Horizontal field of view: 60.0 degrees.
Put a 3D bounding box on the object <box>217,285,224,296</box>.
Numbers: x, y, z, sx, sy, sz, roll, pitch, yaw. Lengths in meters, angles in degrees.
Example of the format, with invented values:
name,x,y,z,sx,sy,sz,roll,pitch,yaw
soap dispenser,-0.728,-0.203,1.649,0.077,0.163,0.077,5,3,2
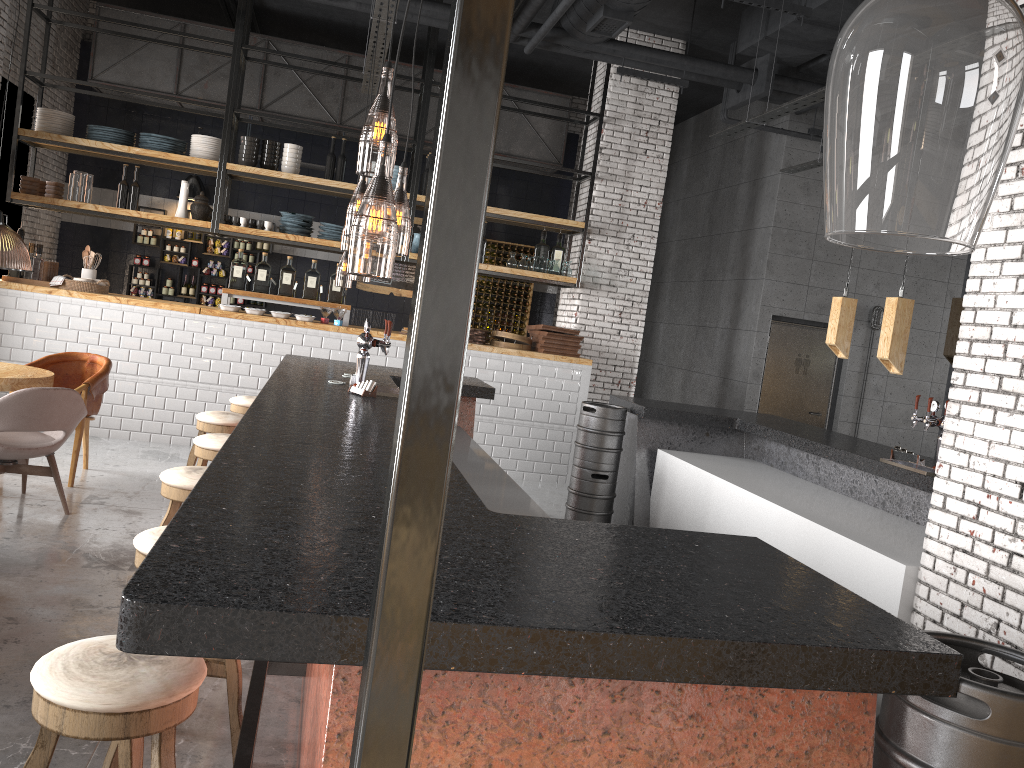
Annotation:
name,x,y,z,sx,sy,sz,roll,pitch,yaw
object,-3.923,-1.262,11.955,0.100,0.139,0.088,7,3,-11

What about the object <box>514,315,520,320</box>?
name,x,y,z,sx,sy,sz,roll,pitch,yaw
object,0.079,-0.950,12.667,0.079,0.079,0.281,7,4,-12

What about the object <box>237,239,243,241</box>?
name,x,y,z,sx,sy,sz,roll,pitch,yaw
object,-3.650,-1.981,11.930,0.076,0.111,0.076,5,4,-37

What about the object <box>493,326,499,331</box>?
name,x,y,z,sx,sy,sz,roll,pitch,yaw
object,-0.230,-0.779,12.641,0.079,0.079,0.281,7,4,-12

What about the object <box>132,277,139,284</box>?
name,x,y,z,sx,sy,sz,roll,pitch,yaw
object,-4.970,-1.363,11.706,0.071,0.083,0.071,8,3,-2

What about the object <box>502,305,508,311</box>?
name,x,y,z,sx,sy,sz,roll,pitch,yaw
object,-0.099,-1.081,12.665,0.079,0.079,0.284,7,4,-12

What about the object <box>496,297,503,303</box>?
name,x,y,z,sx,sy,sz,roll,pitch,yaw
object,-0.168,-1.192,12.601,0.079,0.079,0.284,7,4,-12

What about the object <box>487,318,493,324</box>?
name,x,y,z,sx,sy,sz,roll,pitch,yaw
object,-0.302,-0.891,12.593,0.079,0.079,0.281,7,4,-12

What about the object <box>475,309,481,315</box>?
name,x,y,z,sx,sy,sz,roll,pitch,yaw
object,-0.472,-1.019,12.551,0.079,0.079,0.281,7,4,-12

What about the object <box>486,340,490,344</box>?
name,x,y,z,sx,sy,sz,roll,pitch,yaw
object,-0.351,-0.582,12.632,0.079,0.079,0.281,7,4,-12

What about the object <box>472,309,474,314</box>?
name,x,y,z,sx,sy,sz,roll,pitch,yaw
object,-0.570,-1.033,12.565,0.079,0.079,0.281,7,4,-12

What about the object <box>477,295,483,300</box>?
name,x,y,z,sx,sy,sz,roll,pitch,yaw
object,-0.450,-1.230,12.580,0.079,0.079,0.284,7,4,-12

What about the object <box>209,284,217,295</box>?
name,x,y,z,sx,sy,sz,roll,pitch,yaw
object,-4.023,-1.275,11.933,0.100,0.139,0.088,7,3,-11

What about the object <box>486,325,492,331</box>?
name,x,y,z,sx,sy,sz,roll,pitch,yaw
object,-0.318,-0.788,12.602,0.079,0.079,0.281,7,4,-12

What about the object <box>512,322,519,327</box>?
name,x,y,z,sx,sy,sz,roll,pitch,yaw
object,0.056,-0.850,12.710,0.079,0.079,0.281,7,4,-12

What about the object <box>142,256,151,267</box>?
name,x,y,z,sx,sy,sz,roll,pitch,yaw
object,-4.835,-1.624,11.736,0.100,0.139,0.088,7,3,-11

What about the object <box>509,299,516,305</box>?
name,x,y,z,sx,sy,sz,roll,pitch,yaw
object,0.016,-1.169,12.637,0.079,0.079,0.284,7,4,-12

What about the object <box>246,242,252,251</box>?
name,x,y,z,sx,sy,sz,roll,pitch,yaw
object,-3.546,-1.856,11.963,0.076,0.111,0.076,7,4,-17

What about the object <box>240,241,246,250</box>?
name,x,y,z,sx,sy,sz,roll,pitch,yaw
object,-3.626,-1.866,11.943,0.076,0.111,0.076,8,3,8

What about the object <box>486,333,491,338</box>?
name,x,y,z,sx,sy,sz,roll,pitch,yaw
object,-0.339,-0.688,12.641,0.079,0.079,0.281,7,4,-12

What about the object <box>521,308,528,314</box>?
name,x,y,z,sx,sy,sz,roll,pitch,yaw
object,0.184,-1.043,12.686,0.079,0.079,0.284,7,4,-12

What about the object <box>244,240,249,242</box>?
name,x,y,z,sx,sy,sz,roll,pitch,yaw
object,-3.571,-1.971,11.949,0.076,0.111,0.076,8,3,-7

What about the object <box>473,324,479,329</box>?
name,x,y,z,sx,sy,sz,roll,pitch,yaw
object,-0.509,-0.815,12.601,0.079,0.079,0.281,7,4,-12

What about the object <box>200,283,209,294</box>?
name,x,y,z,sx,sy,sz,roll,pitch,yaw
object,-4.128,-1.288,11.910,0.100,0.139,0.088,7,3,-11

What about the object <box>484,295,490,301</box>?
name,x,y,z,sx,sy,sz,roll,pitch,yaw
object,-0.358,-1.218,12.595,0.079,0.079,0.284,7,4,-12

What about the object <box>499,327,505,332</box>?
name,x,y,z,sx,sy,sz,roll,pitch,yaw
object,-0.141,-0.769,12.676,0.079,0.079,0.281,7,4,-12

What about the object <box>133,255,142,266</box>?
name,x,y,z,sx,sy,sz,roll,pitch,yaw
object,-4.940,-1.637,11.713,0.100,0.139,0.088,7,3,-11

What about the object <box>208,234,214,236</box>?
name,x,y,z,sx,sy,sz,roll,pitch,yaw
object,-4.010,-2.058,11.848,0.079,0.156,0.079,8,3,-2

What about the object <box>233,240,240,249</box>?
name,x,y,z,sx,sy,sz,roll,pitch,yaw
object,-3.706,-1.876,11.926,0.076,0.111,0.076,8,3,-2

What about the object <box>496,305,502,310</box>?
name,x,y,z,sx,sy,sz,roll,pitch,yaw
object,-0.186,-1.090,12.625,0.079,0.079,0.284,7,4,-12

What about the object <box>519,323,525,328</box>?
name,x,y,z,sx,sy,sz,roll,pitch,yaw
object,0.147,-0.838,12.731,0.079,0.079,0.281,7,4,-12

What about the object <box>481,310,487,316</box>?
name,x,y,z,sx,sy,sz,roll,pitch,yaw
object,-0.384,-1.009,12.590,0.079,0.079,0.281,7,4,-12

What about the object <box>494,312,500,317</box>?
name,x,y,z,sx,sy,sz,roll,pitch,yaw
object,-0.201,-0.986,12.630,0.079,0.079,0.281,7,4,-12

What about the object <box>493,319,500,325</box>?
name,x,y,z,sx,sy,sz,roll,pitch,yaw
object,-0.213,-0.881,12.627,0.079,0.079,0.281,7,4,-12

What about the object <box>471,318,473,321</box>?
name,x,y,z,sx,sy,sz,roll,pitch,yaw
object,-0.580,-0.927,12.547,0.079,0.079,0.281,7,4,-12

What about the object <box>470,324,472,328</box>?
name,x,y,z,sx,sy,sz,roll,pitch,yaw
object,-0.596,-0.824,12.561,0.079,0.079,0.281,7,4,-12

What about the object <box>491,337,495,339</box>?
name,x,y,z,sx,sy,sz,roll,pitch,yaw
object,-0.240,-0.672,12.624,0.079,0.079,0.281,7,4,-12

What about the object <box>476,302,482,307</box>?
name,x,y,z,sx,sy,sz,roll,pitch,yaw
object,-0.461,-1.124,12.566,0.079,0.079,0.284,7,4,-12

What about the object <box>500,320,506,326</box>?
name,x,y,z,sx,sy,sz,roll,pitch,yaw
object,-0.124,-0.871,12.655,0.079,0.079,0.281,7,4,-12

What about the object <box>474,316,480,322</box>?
name,x,y,z,sx,sy,sz,roll,pitch,yaw
object,-0.485,-0.914,12.553,0.079,0.079,0.281,7,4,-12

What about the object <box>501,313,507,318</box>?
name,x,y,z,sx,sy,sz,roll,pitch,yaw
object,-0.112,-0.976,12.665,0.079,0.079,0.281,7,4,-12

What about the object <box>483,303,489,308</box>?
name,x,y,z,sx,sy,sz,roll,pitch,yaw
object,-0.368,-1.112,12.577,0.079,0.079,0.284,7,4,-12

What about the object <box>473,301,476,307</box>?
name,x,y,z,sx,sy,sz,roll,pitch,yaw
object,-0.548,-1.133,12.523,0.079,0.079,0.284,7,4,-12

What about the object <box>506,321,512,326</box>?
name,x,y,z,sx,sy,sz,roll,pitch,yaw
object,-0.036,-0.862,12.695,0.079,0.079,0.281,7,4,-12

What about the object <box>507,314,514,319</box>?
name,x,y,z,sx,sy,sz,roll,pitch,yaw
object,-0.017,-0.963,12.670,0.079,0.079,0.281,7,4,-12

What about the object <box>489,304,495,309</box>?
name,x,y,z,sx,sy,sz,roll,pitch,yaw
object,-0.278,-1.102,12.606,0.079,0.079,0.284,7,4,-12

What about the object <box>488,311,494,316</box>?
name,x,y,z,sx,sy,sz,roll,pitch,yaw
object,-0.297,-1.000,12.629,0.079,0.079,0.281,7,4,-12

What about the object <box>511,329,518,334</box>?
name,x,y,z,sx,sy,sz,roll,pitch,yaw
object,0.049,-0.742,12.682,0.079,0.079,0.281,7,4,-12

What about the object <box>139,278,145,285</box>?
name,x,y,z,sx,sy,sz,roll,pitch,yaw
object,-4.893,-1.353,11.722,0.070,0.083,0.071,7,4,-22

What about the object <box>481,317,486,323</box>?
name,x,y,z,sx,sy,sz,roll,pitch,yaw
object,-0.402,-0.907,12.611,0.079,0.079,0.281,7,4,-12

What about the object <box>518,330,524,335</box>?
name,x,y,z,sx,sy,sz,roll,pitch,yaw
object,0.136,-0.733,12.721,0.079,0.079,0.281,7,4,-12

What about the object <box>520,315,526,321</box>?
name,x,y,z,sx,sy,sz,roll,pitch,yaw
object,0.165,-0.941,12.710,0.079,0.079,0.281,7,4,-12

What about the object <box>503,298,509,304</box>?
name,x,y,z,sx,sy,sz,roll,pitch,yaw
object,-0.083,-1.184,12.655,0.079,0.079,0.284,7,4,-12

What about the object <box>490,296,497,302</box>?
name,x,y,z,sx,sy,sz,roll,pitch,yaw
object,-0.259,-1.203,12.577,0.079,0.079,0.284,7,4,-12

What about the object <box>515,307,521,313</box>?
name,x,y,z,sx,sy,sz,roll,pitch,yaw
object,0.085,-1.058,12.700,0.079,0.079,0.284,7,4,-12

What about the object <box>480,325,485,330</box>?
name,x,y,z,sx,sy,sz,roll,pitch,yaw
object,-0.413,-0.801,12.601,0.079,0.079,0.281,7,4,-12

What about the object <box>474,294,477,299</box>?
name,x,y,z,sx,sy,sz,roll,pitch,yaw
object,-0.538,-1.240,12.540,0.079,0.079,0.284,7,4,-12

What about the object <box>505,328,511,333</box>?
name,x,y,z,sx,sy,sz,roll,pitch,yaw
object,-0.050,-0.757,12.696,0.079,0.079,0.281,7,4,-12

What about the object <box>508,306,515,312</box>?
name,x,y,z,sx,sy,sz,roll,pitch,yaw
object,-0.003,-1.067,12.665,0.079,0.079,0.284,7,4,-12
